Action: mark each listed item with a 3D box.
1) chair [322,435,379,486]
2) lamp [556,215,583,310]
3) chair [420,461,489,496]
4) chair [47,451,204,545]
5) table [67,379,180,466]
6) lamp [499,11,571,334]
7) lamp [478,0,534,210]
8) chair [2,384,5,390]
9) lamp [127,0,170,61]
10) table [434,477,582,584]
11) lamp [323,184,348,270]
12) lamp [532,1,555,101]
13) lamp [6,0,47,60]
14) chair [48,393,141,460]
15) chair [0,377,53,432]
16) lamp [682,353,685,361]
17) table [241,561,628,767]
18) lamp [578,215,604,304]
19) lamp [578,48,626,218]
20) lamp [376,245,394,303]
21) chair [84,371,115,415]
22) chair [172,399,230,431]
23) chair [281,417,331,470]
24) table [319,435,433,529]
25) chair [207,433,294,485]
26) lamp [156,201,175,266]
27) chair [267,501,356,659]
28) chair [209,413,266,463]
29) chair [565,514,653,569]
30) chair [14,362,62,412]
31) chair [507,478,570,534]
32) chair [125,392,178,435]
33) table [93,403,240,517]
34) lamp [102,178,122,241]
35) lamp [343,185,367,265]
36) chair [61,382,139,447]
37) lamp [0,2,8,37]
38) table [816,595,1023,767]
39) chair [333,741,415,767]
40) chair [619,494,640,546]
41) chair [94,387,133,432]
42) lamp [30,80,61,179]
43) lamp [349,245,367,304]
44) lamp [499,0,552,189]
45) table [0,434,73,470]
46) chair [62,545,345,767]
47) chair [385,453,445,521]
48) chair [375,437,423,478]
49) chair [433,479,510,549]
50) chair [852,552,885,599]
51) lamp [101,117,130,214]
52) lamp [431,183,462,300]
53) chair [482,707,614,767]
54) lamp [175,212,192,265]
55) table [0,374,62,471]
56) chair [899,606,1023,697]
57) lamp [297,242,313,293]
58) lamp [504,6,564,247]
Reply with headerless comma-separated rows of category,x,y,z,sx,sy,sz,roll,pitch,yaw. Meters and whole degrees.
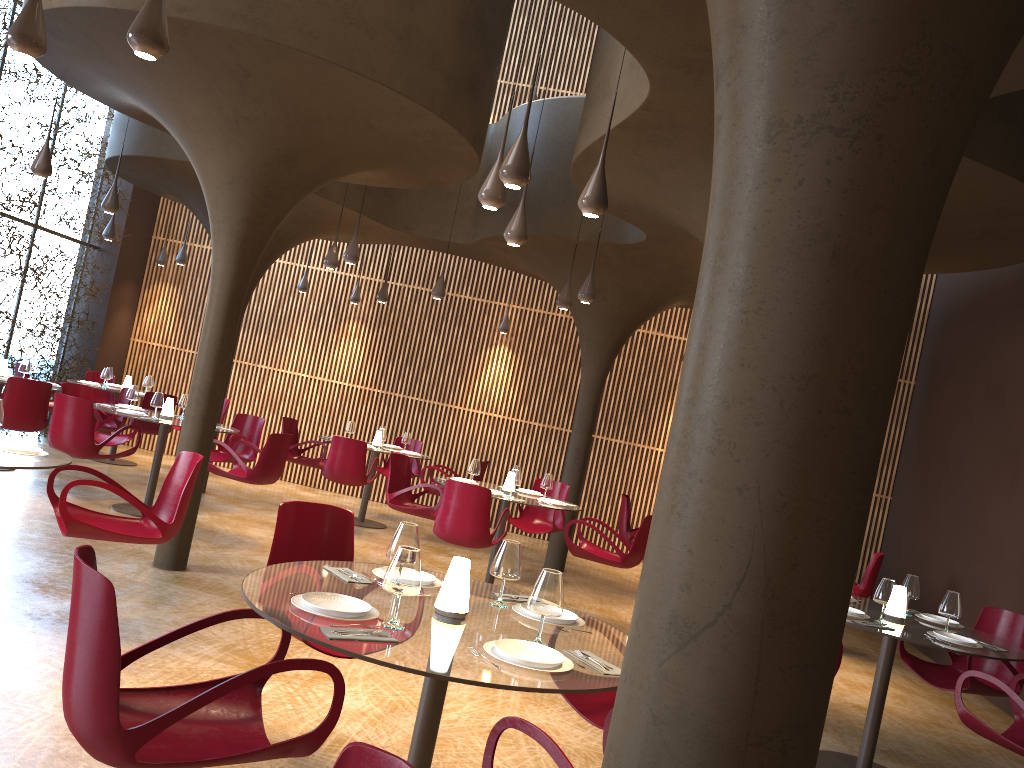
chair,-2.129,1.020,11.744,0.625,0.636,0.873,12,-1,3
lamp,1.242,-3.951,10.437,0.195,6.275,0.196,11,-1,43
chair,-0.818,1.327,12.688,0.872,0.636,0.626,12,-1,8
chair,-2.561,0.722,5.889,0.875,0.636,0.623,13,-2,-34
table,-6.141,0.654,13.834,1.677,1.130,1.668,13,-2,-40
lamp,0.493,-3.939,15.173,0.195,6.275,0.196,12,-1,23
lamp,0.492,-4.264,6.036,0.195,6.275,0.196,11,-1,33
chair,-7.197,-0.031,11.969,0.627,0.636,0.870,13,-2,-37
lamp,-1.142,-4.665,4.339,0.195,6.275,0.196,12,0,13
table,-0.161,1.761,9.841,1.668,1.130,1.676,11,-2,27
lamp,-1.659,-4.529,11.229,0.195,6.275,0.196,11,-1,43
lamp,0.599,-5.660,13.829,0.196,2.961,0.196,12,0,-7
lamp,-1.964,-4.822,4.760,0.195,6.275,0.196,12,0,13
chair,-4.388,0.459,9.243,0.624,0.636,0.874,12,-1,13
chair,-5.731,0.216,10.279,0.627,0.636,0.870,13,-2,-42
lamp,3.382,-3.381,13.907,0.195,6.275,0.196,12,-1,23
table,-0.369,1.498,3.636,1.676,1.130,1.668,13,-2,-32
lamp,1.432,-3.943,9.555,0.195,6.275,0.196,11,-1,43
lamp,1.141,-4.141,5.663,0.196,6.275,0.196,12,0,-7
lamp,-1.448,-4.378,14.224,0.195,6.275,0.196,12,-1,23
chair,-6.745,0.157,14.585,0.627,0.636,0.870,13,-2,-37
chair,-5.140,0.492,14.576,0.875,0.636,0.623,13,-2,-42
chair,-3.003,0.883,13.022,0.871,0.636,0.626,11,-1,13
table,-2.089,1.467,12.894,1.669,1.130,1.675,11,-2,17
chair,-2.936,0.787,9.939,0.871,0.636,0.626,11,-1,18
lamp,-5.655,-5.196,15.930,0.195,6.275,0.196,11,-1,33
chair,-0.931,1.018,4.644,0.627,0.636,0.870,13,-2,-37
chair,-3.638,0.695,11.468,0.624,0.636,0.874,11,-2,18
chair,1.057,1.603,9.426,0.871,0.636,0.626,11,-1,18
chair,-6.879,0.074,13.034,0.623,0.636,0.875,11,-2,43
chair,0.354,1.511,10.956,0.624,0.636,0.874,11,-2,18
chair,-5.279,0.403,12.894,0.627,0.636,0.870,13,-2,-42
table,-4.154,0.946,10.354,1.668,1.130,1.676,11,-2,27
lamp,-5.457,-5.244,13.424,0.195,6.275,0.196,11,-1,33
lamp,-1.247,-4.473,10.362,0.195,6.275,0.196,11,-1,43
chair,-5.031,0.375,10.656,0.871,0.636,0.626,11,-1,23
lamp,-6.226,-5.484,11.193,0.195,6.275,0.196,11,-1,33
table,2.578,2.205,6.240,1.676,1.130,1.669,12,-2,-24
chair,-0.589,0.976,1.453,0.875,0.636,0.624,13,-1,-29
chair,1.782,1.826,11.446,0.871,0.636,0.626,11,-1,13
chair,-5.591,0.305,11.961,0.875,0.636,0.623,13,-2,-42
lamp,-4.004,-5.106,8.752,0.196,6.275,0.195,12,-1,-37
lamp,-2.103,-4.472,15.452,0.195,6.275,0.196,11,-1,33
lamp,0.644,-4.256,5.352,0.196,6.275,0.196,12,0,-7
table,-3.653,0.870,5.282,1.676,1.130,1.669,13,-2,-29
chair,-1.076,0.930,3.011,0.875,0.636,0.623,13,-2,-32
chair,-1.039,1.191,10.143,0.871,0.636,0.626,11,-1,23
chair,-1.769,1.178,14.070,0.624,0.636,0.873,12,-1,8
chair,-0.396,1.275,8.730,0.624,0.636,0.874,12,-1,13
chair,3.955,2.252,10.656,0.871,0.636,0.626,11,-1,18
lamp,-4.047,-5.059,10.336,0.196,6.275,0.195,12,-1,-37
lamp,-0.373,-4.230,12.085,0.195,6.275,0.196,12,-1,23
chair,0.424,1.233,2.736,0.627,0.636,0.870,13,-2,-42
lamp,-4.940,-5.082,14.951,0.195,6.275,0.196,11,-1,33
table,-6.593,0.467,11.219,1.677,1.130,1.668,13,-2,-40
chair,3.516,2.022,6.766,0.874,0.636,0.624,12,-1,-25
lamp,-2.999,-4.660,15.396,0.195,6.275,0.196,12,-1,23
lamp,0.656,-4.190,7.163,0.195,6.275,0.196,11,-1,43
